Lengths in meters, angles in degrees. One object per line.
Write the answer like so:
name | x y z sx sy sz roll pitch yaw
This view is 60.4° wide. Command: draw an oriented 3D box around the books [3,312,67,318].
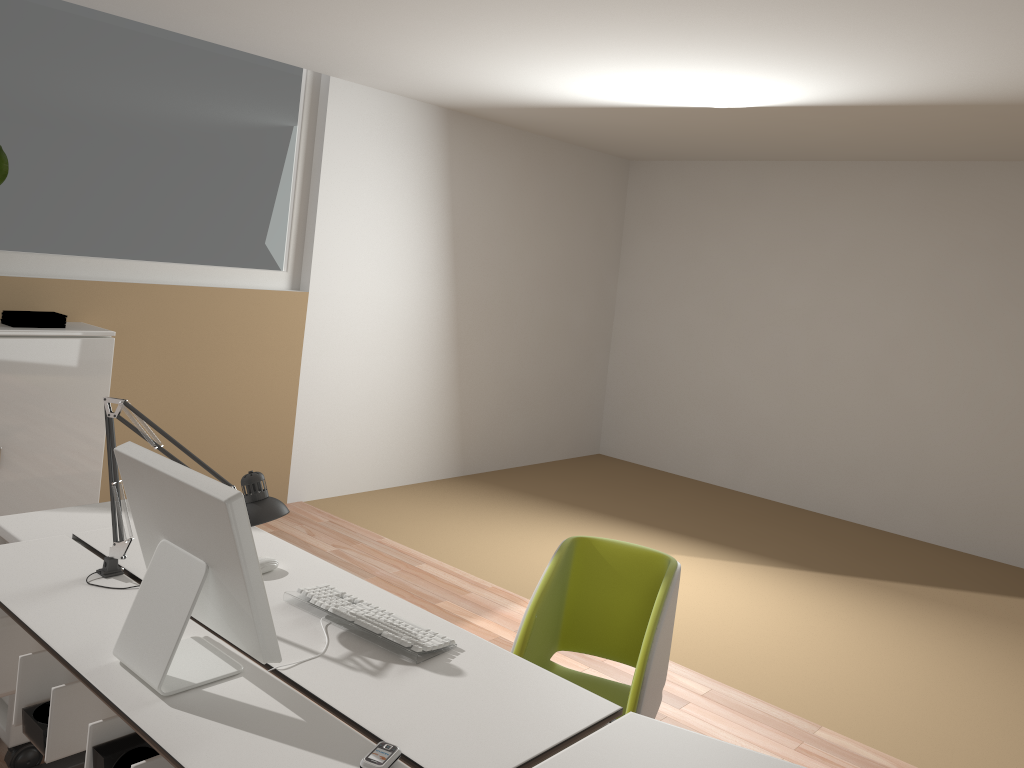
books | -2.184 -0.318 4.032 0.159 0.007 0.222 13 10 40

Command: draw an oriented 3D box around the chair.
chair | 0.204 0.902 2.394 0.624 0.807 0.599 7 3 16

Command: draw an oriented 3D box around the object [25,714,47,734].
object | -1.000 0.734 1.965 0.120 0.002 0.133 13 10 40

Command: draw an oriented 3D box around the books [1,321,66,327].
books | -2.191 -0.274 4.031 0.159 0.006 0.222 13 10 40

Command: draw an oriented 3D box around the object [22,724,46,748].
object | -0.996 0.761 1.960 0.120 0.002 0.133 13 10 40

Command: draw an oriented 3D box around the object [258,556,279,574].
object | -0.710 0.535 2.282 0.141 0.079 0.372 8 8 19

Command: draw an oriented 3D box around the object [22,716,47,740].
object | -0.998 0.745 1.963 0.120 0.002 0.133 13 10 40

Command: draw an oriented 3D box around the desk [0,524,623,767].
desk | -0.662 0.907 2.093 1.616 0.684 0.803 12 7 41

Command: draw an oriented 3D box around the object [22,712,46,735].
object | -1.000 0.736 1.965 0.120 0.002 0.133 13 10 40

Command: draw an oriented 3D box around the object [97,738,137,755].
object | -0.754 0.773 1.750 0.040 0.113 0.133 7 5 41

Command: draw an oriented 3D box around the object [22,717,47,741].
object | -0.998 0.747 1.962 0.120 0.002 0.133 13 10 40

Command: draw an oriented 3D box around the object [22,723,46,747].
object | -0.996 0.759 1.960 0.120 0.002 0.133 13 10 40

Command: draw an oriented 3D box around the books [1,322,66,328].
books | -2.192 -0.269 4.030 0.159 0.007 0.222 13 10 40

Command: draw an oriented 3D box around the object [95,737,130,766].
object | -0.763 0.771 1.758 0.040 0.113 0.133 7 5 41

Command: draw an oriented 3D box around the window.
window | -2.418 -1.401 4.075 0.045 1.789 3.628 7 5 41

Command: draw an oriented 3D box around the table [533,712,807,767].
table | 0.293 1.106 1.367 0.818 0.685 0.924 10 6 38

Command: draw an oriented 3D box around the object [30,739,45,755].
object | -0.994 0.775 1.957 0.120 0.002 0.133 13 10 40

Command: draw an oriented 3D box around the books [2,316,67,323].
books | -2.188 -0.296 4.031 0.159 0.006 0.222 13 10 40

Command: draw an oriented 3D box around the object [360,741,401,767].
object | -0.232 0.663 1.558 0.047 0.021 0.084 8 8 20

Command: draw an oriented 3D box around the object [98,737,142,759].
object | -0.752 0.773 1.748 0.040 0.113 0.133 7 5 41

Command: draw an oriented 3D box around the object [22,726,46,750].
object | -0.995 0.766 1.959 0.120 0.002 0.133 13 10 40

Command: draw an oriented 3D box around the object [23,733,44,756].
object | -0.994 0.777 1.956 0.120 0.002 0.133 13 10 40

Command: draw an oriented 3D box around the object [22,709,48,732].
object | -1.001 0.729 1.966 0.120 0.002 0.133 13 10 40

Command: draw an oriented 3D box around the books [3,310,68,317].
books | -2.184 -0.323 4.033 0.159 0.006 0.222 13 10 40

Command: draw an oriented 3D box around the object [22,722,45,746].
object | -0.997 0.756 1.960 0.120 0.002 0.133 13 10 40

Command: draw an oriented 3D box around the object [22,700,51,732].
object | -1.001 0.729 1.966 0.120 0.002 0.133 13 10 40

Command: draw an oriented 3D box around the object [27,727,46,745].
object | -0.997 0.756 1.960 0.120 0.002 0.133 13 10 40

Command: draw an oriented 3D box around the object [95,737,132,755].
object | -0.761 0.771 1.756 0.040 0.113 0.133 7 5 41

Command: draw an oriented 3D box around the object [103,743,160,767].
object | -0.735 0.777 1.733 0.040 0.113 0.133 7 5 41

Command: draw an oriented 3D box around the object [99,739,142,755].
object | -0.747 0.774 1.744 0.040 0.113 0.133 7 5 41

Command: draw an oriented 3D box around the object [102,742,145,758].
object | -0.738 0.776 1.736 0.040 0.113 0.133 7 5 41

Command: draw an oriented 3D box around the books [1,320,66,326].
books | -2.191 -0.279 4.031 0.159 0.006 0.222 13 10 40

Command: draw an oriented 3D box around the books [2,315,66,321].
books | -2.188 -0.302 4.030 0.159 0.006 0.222 13 10 41

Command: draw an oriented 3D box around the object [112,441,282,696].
object | -0.674 0.377 1.840 0.470 0.430 0.196 10 4 41

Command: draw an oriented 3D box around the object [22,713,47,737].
object | -0.999 0.738 1.964 0.120 0.002 0.133 13 10 40

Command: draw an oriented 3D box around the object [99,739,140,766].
object | -0.749 0.774 1.746 0.040 0.113 0.133 7 5 41

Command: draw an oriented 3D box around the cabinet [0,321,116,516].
cabinet | -2.535 0.293 3.665 0.420 1.080 1.520 7 5 41

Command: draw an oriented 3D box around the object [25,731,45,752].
object | -0.995 0.768 1.958 0.120 0.002 0.133 13 10 40

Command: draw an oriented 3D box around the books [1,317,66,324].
books | -2.189 -0.291 4.032 0.159 0.006 0.222 13 10 40

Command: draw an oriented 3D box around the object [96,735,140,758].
object | -0.759 0.771 1.755 0.040 0.113 0.133 7 5 41

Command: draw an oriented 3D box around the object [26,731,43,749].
object | -0.995 0.766 1.959 0.120 0.002 0.133 13 10 40

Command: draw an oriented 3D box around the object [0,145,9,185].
object | -2.549 -0.664 3.553 0.267 0.842 0.856 7 4 38

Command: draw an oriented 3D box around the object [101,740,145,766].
object | -0.742 0.776 1.740 0.040 0.113 0.133 7 5 41

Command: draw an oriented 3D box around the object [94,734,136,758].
object | -0.766 0.770 1.761 0.040 0.113 0.133 7 5 41

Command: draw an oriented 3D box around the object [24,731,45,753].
object | -0.995 0.770 1.958 0.120 0.002 0.133 13 10 40

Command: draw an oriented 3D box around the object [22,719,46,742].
object | -0.998 0.750 1.962 0.120 0.002 0.133 13 10 40

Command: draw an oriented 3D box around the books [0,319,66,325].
books | -2.191 -0.285 4.030 0.159 0.007 0.222 12 10 38

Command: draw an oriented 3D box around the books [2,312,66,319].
books | -2.189 -0.313 4.032 0.159 0.008 0.222 13 10 40

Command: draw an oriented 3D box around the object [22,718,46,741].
object | -0.998 0.747 1.962 0.120 0.002 0.133 13 10 40

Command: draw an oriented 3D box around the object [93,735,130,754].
object | -0.768 0.770 1.762 0.040 0.113 0.133 7 5 41

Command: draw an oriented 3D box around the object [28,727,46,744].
object | -0.997 0.754 1.961 0.120 0.002 0.133 13 10 40

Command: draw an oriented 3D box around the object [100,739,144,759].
object | -0.745 0.775 1.742 0.040 0.113 0.133 7 5 41

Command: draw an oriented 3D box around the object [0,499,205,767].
object | -1.299 0.755 2.806 0.311 0.673 0.620 8 4 41

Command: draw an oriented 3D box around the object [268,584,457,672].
object | -0.427 0.597 2.052 0.460 0.079 0.387 11 9 35

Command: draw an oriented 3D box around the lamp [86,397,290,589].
lamp | -0.832 0.332 2.234 0.540 0.528 0.140 6 1 6

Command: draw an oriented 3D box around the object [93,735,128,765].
object | -0.770 0.769 1.764 0.040 0.113 0.133 7 5 41

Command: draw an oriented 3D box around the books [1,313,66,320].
books | -2.189 -0.308 4.032 0.159 0.008 0.222 13 10 40

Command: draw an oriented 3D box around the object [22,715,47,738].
object | -0.999 0.743 1.963 0.120 0.002 0.133 13 10 40

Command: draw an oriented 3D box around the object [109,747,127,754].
object | -0.740 0.776 1.738 0.040 0.113 0.133 7 5 41

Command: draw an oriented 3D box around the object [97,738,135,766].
object | -0.756 0.772 1.752 0.040 0.113 0.133 7 5 41
